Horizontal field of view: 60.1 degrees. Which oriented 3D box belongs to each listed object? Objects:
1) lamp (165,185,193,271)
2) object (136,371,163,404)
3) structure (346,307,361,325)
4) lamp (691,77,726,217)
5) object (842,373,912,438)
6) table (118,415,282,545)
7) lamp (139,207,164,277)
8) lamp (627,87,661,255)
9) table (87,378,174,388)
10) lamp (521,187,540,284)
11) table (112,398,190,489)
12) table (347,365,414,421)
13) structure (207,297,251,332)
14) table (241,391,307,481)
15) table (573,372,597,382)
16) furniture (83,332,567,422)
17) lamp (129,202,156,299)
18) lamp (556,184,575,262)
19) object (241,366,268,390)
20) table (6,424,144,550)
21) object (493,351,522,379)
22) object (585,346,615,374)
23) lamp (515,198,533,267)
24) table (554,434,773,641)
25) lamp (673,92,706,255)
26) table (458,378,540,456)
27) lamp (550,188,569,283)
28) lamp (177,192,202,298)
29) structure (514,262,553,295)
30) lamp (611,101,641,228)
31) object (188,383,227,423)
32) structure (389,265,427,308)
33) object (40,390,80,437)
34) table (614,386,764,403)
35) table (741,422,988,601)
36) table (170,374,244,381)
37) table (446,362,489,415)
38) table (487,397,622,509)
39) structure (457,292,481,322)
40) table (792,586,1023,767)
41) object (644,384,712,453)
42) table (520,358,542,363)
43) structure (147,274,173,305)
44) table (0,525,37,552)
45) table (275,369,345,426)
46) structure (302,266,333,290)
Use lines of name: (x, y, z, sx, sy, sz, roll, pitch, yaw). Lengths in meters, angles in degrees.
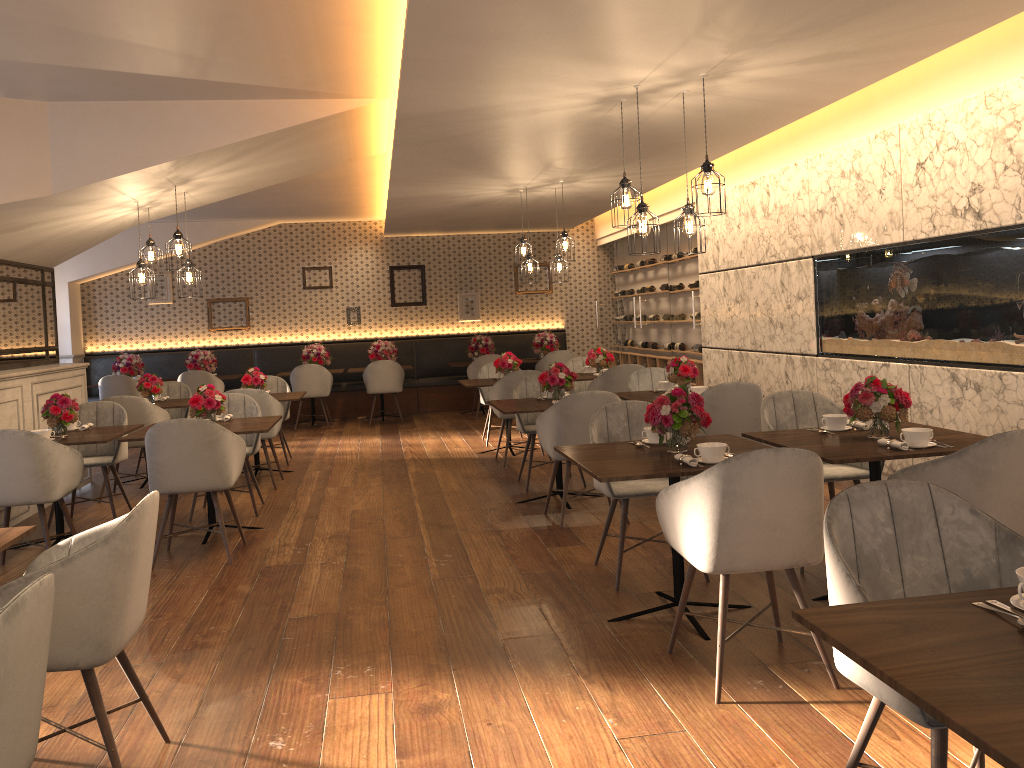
lamp: (-2.561, -1.891, 6.677, 0.175, 2.068, 0.175, -3, 1, -7)
object: (-3.310, 0.034, 8.061, 0.234, 0.301, 0.305, -4, 3, -34)
structure: (-2.390, -1.025, 13.378, 0.216, 0.277, 0.018, -3, 1, -9)
lamp: (1.062, -1.985, 4.969, 0.175, 2.068, 0.175, -3, 1, -7)
object: (1.677, 0.095, 4.076, 0.305, 0.301, 0.235, -2, 2, 13)
table: (-2.033, 0.645, 5.957, 0.896, 0.720, 0.898, -3, 3, -9)
lamp: (-2.963, -1.907, 7.151, 0.175, 2.068, 0.175, -3, 1, -7)
lamp: (0.720, -1.787, 5.122, 0.175, 2.068, 0.175, -3, 1, -7)
table: (-5.136, 0.333, 12.028, 0.896, 0.720, 0.898, -3, 3, -9)
lamp: (0.139, -2.044, 8.870, 0.175, 2.068, 0.175, -3, 1, -7)
table: (-3.336, 0.544, 8.108, 0.896, 0.720, 0.898, -3, 3, -9)
table: (-1.845, 0.136, 12.536, 0.896, 0.720, 0.898, -3, 3, -9)
structure: (-4.189, -1.029, 13.090, 0.601, 0.485, 0.032, -3, 1, -9)
table: (-2.389, 0.487, 8.254, 0.896, 0.720, 0.898, -3, 3, -9)
table: (0.903, 0.267, 9.067, 0.896, 0.720, 0.898, -3, 3, -9)
furniture: (-2.598, -0.049, 13.063, 7.091, 1.081, 0.542, -3, 2, -9)
lamp: (-2.904, -1.692, 6.830, 0.175, 2.068, 0.175, -3, 1, -7)
lamp: (0.481, -2.242, 8.717, 0.175, 2.068, 0.175, -3, 1, -7)
object: (-2.385, -0.022, 8.216, 0.234, 0.301, 0.306, -2, 3, 11)
table: (-2.980, 0.702, 5.811, 0.896, 0.720, 0.898, -3, 3, -9)
object: (-0.039, -0.192, 8.955, 0.305, 0.301, 0.234, -4, 3, -31)
object: (0.903, -0.247, 9.069, 0.305, 0.301, 0.235, -2, 2, 13)
lamp: (0.079, -2.259, 9.191, 0.175, 2.068, 0.175, -3, 1, -7)
table: (0.731, 0.666, 3.925, 0.896, 0.720, 0.898, -3, 3, -9)
lamp: (1.021, -1.815, 5.297, 0.175, 2.068, 0.175, -3, 1, -7)
table: (-0.043, 0.323, 8.921, 0.896, 0.720, 0.898, -3, 3, -9)
lamp: (0.440, -2.071, 9.045, 0.175, 2.068, 0.175, -3, 1, -7)
lamp: (-2.602, -1.720, 7.005, 0.175, 2.068, 0.175, -3, 1, -7)
structure: (0.334, -1.641, 13.786, 0.601, 0.485, 0.032, -3, 1, -9)
lamp: (0.660, -2.002, 5.444, 0.175, 2.068, 0.175, -3, 1, -7)
object: (-2.030, 0.134, 5.922, 0.234, 0.301, 0.306, -2, 3, 11)
structure: (-1.586, -1.494, 13.497, 0.544, 0.632, 0.035, -3, 1, -9)
object: (-2.954, 0.191, 5.767, 0.234, 0.301, 0.305, -4, 3, -34)
table: (1.284, 0.434, 6.618, 0.896, 0.720, 0.898, -3, 3, -9)
table: (1.678, 0.609, 4.071, 0.896, 0.720, 0.898, -3, 3, -9)
table: (-4.189, 0.276, 12.174, 0.896, 0.720, 0.898, -3, 3, -9)
table: (-0.447, 0.052, 12.752, 0.896, 0.720, 0.898, -3, 3, -9)
table: (0.337, 0.491, 6.472, 0.896, 0.720, 0.898, -3, 3, -9)
structure: (-0.659, -1.186, 13.637, 0.340, 0.439, 0.034, -3, 1, -9)
table: (1.111, 0.834, 1.476, 0.896, 0.720, 0.898, -3, 3, -9)
object: (0.735, 0.150, 3.959, 0.305, 0.301, 0.235, -2, 3, 24)
table: (0.500, -0.005, 12.899, 0.896, 0.720, 0.898, -3, 3, -9)
structure: (-5.147, -1.388, 12.938, 0.340, 0.439, 0.034, -3, 1, -9)
table: (-1.992, 0.903, 2.541, 0.896, 0.720, 0.898, -3, 3, -9)
table: (-2.791, 0.192, 12.390, 0.896, 0.720, 0.898, -3, 3, -9)
structure: (-2.918, -1.591, 13.292, 0.449, 0.344, 0.016, -3, 1, -9)
